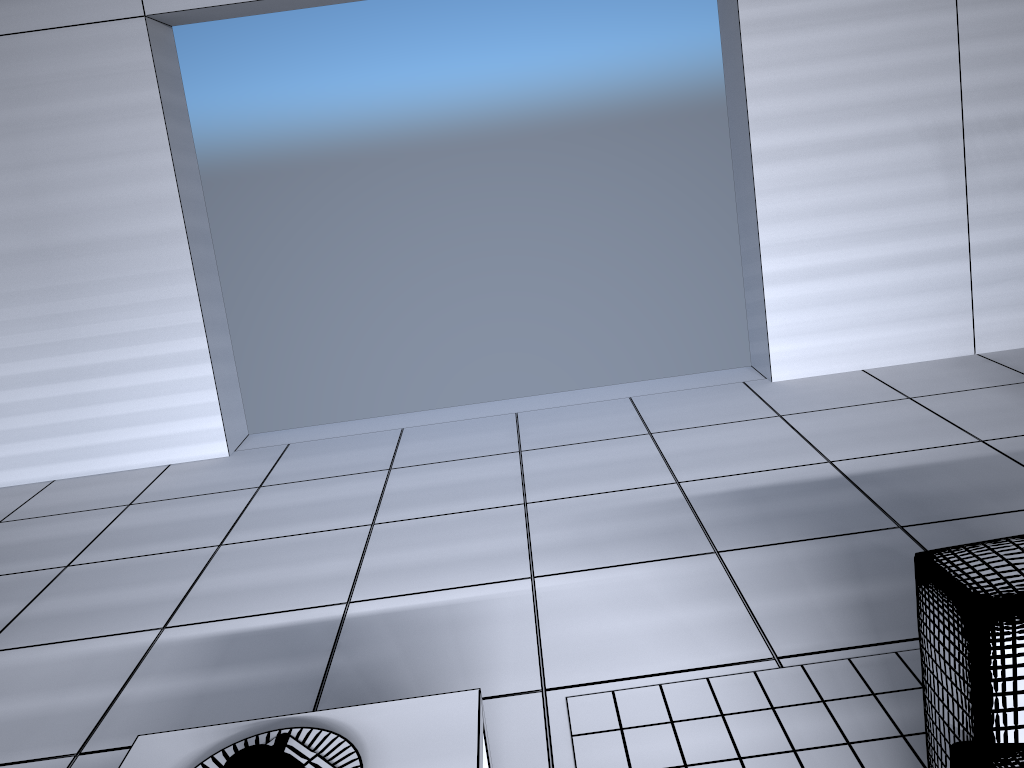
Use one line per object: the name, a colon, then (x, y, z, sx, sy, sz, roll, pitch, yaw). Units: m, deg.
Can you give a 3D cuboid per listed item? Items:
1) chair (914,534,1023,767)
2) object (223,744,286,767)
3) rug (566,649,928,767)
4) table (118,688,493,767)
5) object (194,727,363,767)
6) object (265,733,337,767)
chair: (1.198, 0.723, 0.873, 0.960, 0.541, 1.686, -8, 14, 0)
object: (-0.408, 0.634, 1.412, 0.096, 0.068, 0.086, -12, 13, -18)
rug: (1.053, 0.961, 1.120, 1.798, 0.001, 2.282, -8, 15, 0)
table: (-0.341, 0.961, 1.096, 0.650, 0.381, 1.227, -8, 14, 0)
object: (-0.401, 0.669, 1.414, 0.329, 0.024, 0.336, 1, 17, 29)
object: (-0.402, 0.662, 1.417, 0.215, 0.012, 0.221, 7, 21, 44)
